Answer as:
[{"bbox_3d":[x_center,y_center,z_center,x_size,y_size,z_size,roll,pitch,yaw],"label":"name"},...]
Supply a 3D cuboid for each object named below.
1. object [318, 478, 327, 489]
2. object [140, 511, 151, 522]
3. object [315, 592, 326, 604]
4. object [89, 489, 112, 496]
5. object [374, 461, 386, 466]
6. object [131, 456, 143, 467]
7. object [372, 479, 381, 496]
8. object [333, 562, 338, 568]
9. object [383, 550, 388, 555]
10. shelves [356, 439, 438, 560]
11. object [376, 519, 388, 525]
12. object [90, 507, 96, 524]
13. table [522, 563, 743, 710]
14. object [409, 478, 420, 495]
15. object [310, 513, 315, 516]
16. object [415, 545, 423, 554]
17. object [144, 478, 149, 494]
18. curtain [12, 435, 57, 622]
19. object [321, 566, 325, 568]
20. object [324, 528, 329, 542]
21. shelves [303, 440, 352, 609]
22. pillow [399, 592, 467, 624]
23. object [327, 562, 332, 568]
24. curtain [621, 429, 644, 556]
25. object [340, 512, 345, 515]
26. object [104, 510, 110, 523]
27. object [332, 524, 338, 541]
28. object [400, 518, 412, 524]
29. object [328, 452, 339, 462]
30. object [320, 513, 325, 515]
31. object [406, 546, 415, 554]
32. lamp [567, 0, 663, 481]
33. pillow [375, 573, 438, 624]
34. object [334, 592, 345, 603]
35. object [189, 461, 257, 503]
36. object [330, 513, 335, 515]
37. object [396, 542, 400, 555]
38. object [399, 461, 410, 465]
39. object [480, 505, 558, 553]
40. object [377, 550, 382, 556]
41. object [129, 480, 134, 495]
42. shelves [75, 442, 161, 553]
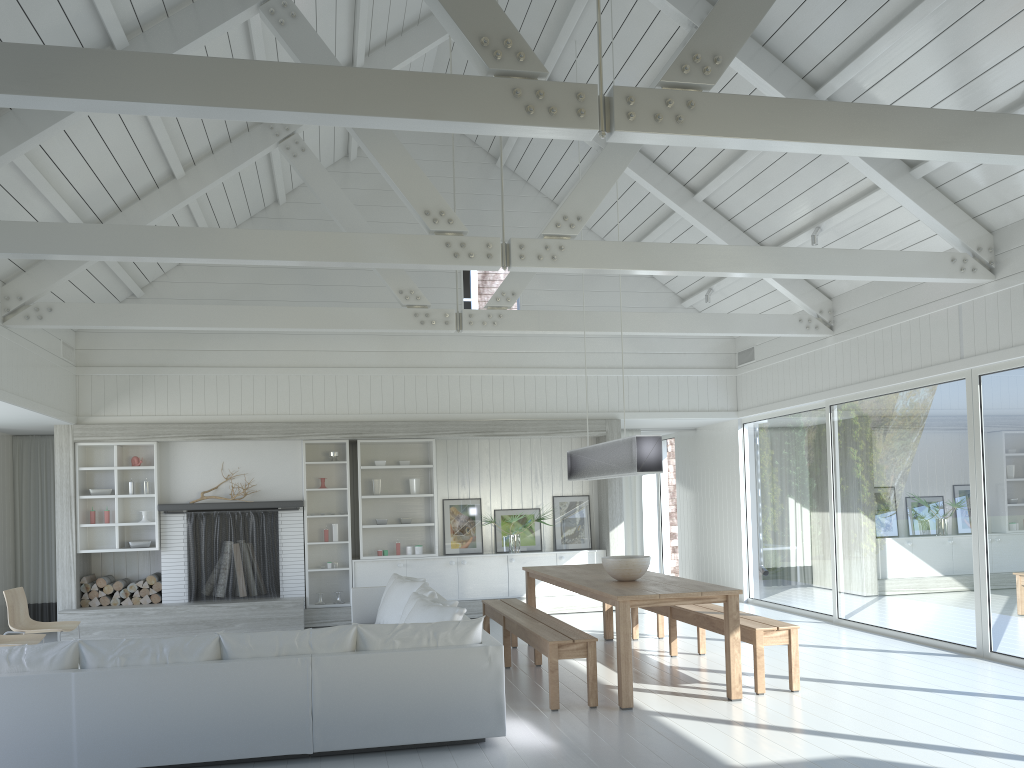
[{"bbox_3d":[-2.292,1.206,10.687,0.137,0.130,0.137,-4,-5,31],"label":"object"},{"bbox_3d":[-4.238,1.530,10.169,0.137,0.130,0.138,0,-5,-24],"label":"object"},{"bbox_3d":[-2.313,2.587,10.642,0.137,0.130,0.137,-4,-5,31],"label":"object"},{"bbox_3d":[-4.714,1.243,10.097,0.242,0.072,0.244,2,-8,-27],"label":"object"},{"bbox_3d":[-1.619,0.980,10.830,0.141,0.066,0.142,0,-7,-12],"label":"object"},{"bbox_3d":[-4.329,0.894,10.162,0.232,0.126,0.059,-6,-4,33],"label":"object"},{"bbox_3d":[-1.660,1.270,10.813,0.102,0.196,0.103,-1,-3,-12],"label":"object"},{"bbox_3d":[-2.138,2.197,10.693,0.058,0.061,0.058,-1,-4,-12],"label":"object"},{"bbox_3d":[-1.556,2.072,10.828,0.058,0.061,0.058,1,-5,-34],"label":"object"},{"bbox_3d":[-1.444,1.431,10.999,0.938,1.439,0.607,-1,-2,-12],"label":"shelves"},{"bbox_3d":[-1.599,1.691,10.813,0.141,0.066,0.142,0,-7,-12],"label":"object"},{"bbox_3d":[-4.783,1.498,10.059,0.054,0.195,0.054,-1,-2,-11],"label":"object"},{"bbox_3d":[0.854,1.996,7.395,0.905,0.759,2.968,-1,-7,-12],"label":"table"},{"bbox_3d":[-1.201,1.269,10.908,0.103,0.196,0.103,-3,-3,33],"label":"object"},{"bbox_3d":[-2.395,1.568,10.584,0.054,0.025,0.055,0,-7,-12],"label":"object"},{"bbox_3d":[-1.150,2.042,10.872,0.085,0.111,0.085,-3,-4,23],"label":"object"},{"bbox_3d":[-4.222,1.179,10.186,0.054,0.195,0.054,-1,-2,-11],"label":"object"},{"bbox_3d":[-5.852,1.810,10.945,0.629,2.363,0.117,-1,-1,-12],"label":"curtain"},{"bbox_3d":[-2.286,2.216,10.663,0.054,0.025,0.055,0,-7,-12],"label":"object"},{"bbox_3d":[-2.250,1.810,10.681,0.054,0.195,0.054,-1,-2,-13],"label":"object"},{"bbox_3d":[-2.262,1.707,10.820,0.540,1.994,0.607,-1,-2,-12],"label":"shelves"},{"bbox_3d":[-0.629,1.785,6.328,0.466,0.476,1.326,0,-7,-20],"label":"pillow"},{"bbox_3d":[-2.211,2.193,10.680,0.054,0.071,0.054,-1,-4,-13],"label":"object"},{"bbox_3d":[1.413,1.822,12.600,1.006,2.363,0.117,-1,-1,-11],"label":"curtain"},{"bbox_3d":[-2.080,1.589,10.816,0.054,0.025,0.055,0,-7,-12],"label":"object"},{"bbox_3d":[-4.635,1.498,10.090,0.054,0.195,0.054,-1,-2,-11],"label":"object"},{"bbox_3d":[-2.145,1.803,10.701,0.072,0.210,0.071,-1,-2,-12],"label":"object"},{"bbox_3d":[-1.325,1.710,11.015,0.141,0.066,0.142,0,-7,-12],"label":"object"},{"bbox_3d":[-2.159,0.886,10.696,0.161,0.123,0.162,-4,-6,21],"label":"object"},{"bbox_3d":[-2.290,1.575,10.662,0.054,0.025,0.055,0,-7,-12],"label":"object"},{"bbox_3d":[-1.256,2.060,10.919,0.092,0.095,0.090,-3,-5,22],"label":"object"},{"bbox_3d":[0.754,-1.332,7.417,0.200,4.230,1.915,-1,-2,-12],"label":"lamp"},{"bbox_3d":[-0.929,2.012,7.965,0.462,0.475,2.071,0,-7,-19],"label":"pillow"},{"bbox_3d":[-2.099,2.587,10.686,0.137,0.130,0.137,-4,-5,31],"label":"object"},{"bbox_3d":[-3.278,1.140,10.240,0.784,0.501,0.459,4,-7,-42],"label":"object"},{"bbox_3d":[-2.185,1.582,10.739,0.054,0.025,0.055,0,-7,-12],"label":"object"},{"bbox_3d":[-1.402,2.004,10.851,0.054,0.195,0.054,-1,-2,-13],"label":"object"},{"bbox_3d":[-1.346,0.999,11.031,0.141,0.066,0.142,0,-7,-12],"label":"object"},{"bbox_3d":[0.096,1.793,10.975,0.971,0.627,0.625,0,-5,-14],"label":"object"},{"bbox_3d":[-1.619,2.063,10.788,0.054,0.071,0.054,1,-4,-33],"label":"object"},{"bbox_3d":[-4.384,1.179,10.152,0.054,0.195,0.054,-1,-2,-11],"label":"object"},{"bbox_3d":[-4.518,1.313,10.230,0.865,1.236,0.551,-1,-2,-12],"label":"shelves"}]
